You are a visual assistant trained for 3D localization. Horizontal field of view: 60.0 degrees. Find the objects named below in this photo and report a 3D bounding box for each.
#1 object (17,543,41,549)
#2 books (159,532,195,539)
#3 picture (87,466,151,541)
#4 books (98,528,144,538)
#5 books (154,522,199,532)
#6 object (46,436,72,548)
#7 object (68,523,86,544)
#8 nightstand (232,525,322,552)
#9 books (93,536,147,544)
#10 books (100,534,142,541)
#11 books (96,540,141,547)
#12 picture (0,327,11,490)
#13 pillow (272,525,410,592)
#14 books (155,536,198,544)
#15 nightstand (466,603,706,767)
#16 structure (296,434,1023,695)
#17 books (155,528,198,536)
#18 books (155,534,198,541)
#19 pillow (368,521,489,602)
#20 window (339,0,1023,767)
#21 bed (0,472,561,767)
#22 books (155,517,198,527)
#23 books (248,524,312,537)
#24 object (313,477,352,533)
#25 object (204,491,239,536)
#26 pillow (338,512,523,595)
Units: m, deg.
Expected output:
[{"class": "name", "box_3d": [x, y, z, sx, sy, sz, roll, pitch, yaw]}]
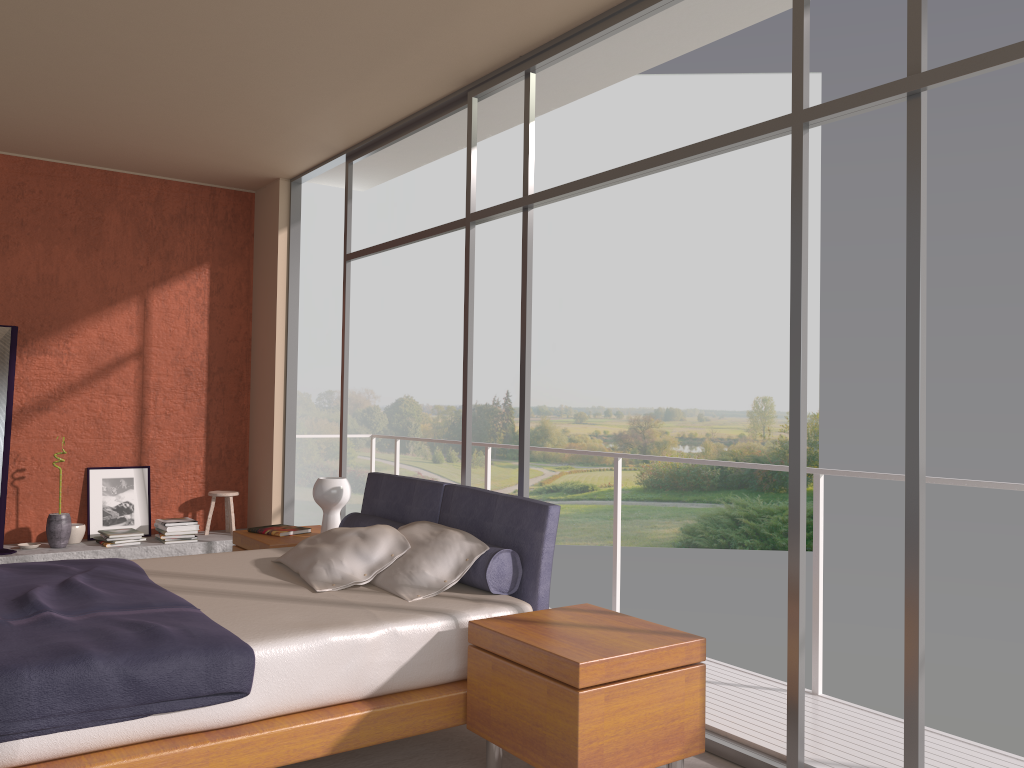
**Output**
[{"class": "object", "box_3d": [-3.460, 1.168, 6.355, 0.152, 0.040, 0.152, 1, -1, 0]}, {"class": "books", "box_3d": [-2.584, 1.158, 6.835, 0.247, 0.025, 0.287, 2, -2, -25]}, {"class": "picture", "box_3d": [-3.058, 0.922, 6.910, 0.458, 0.550, 0.117, 2, -2, -35]}, {"class": "books", "box_3d": [-2.931, 1.116, 6.645, 0.247, 0.018, 0.328, 2, -2, -38]}, {"class": "books", "box_3d": [-2.591, 1.098, 6.854, 0.247, 0.038, 0.319, 2, -2, -38]}, {"class": "object", "box_3d": [-3.275, 0.780, 6.424, 0.165, 0.810, 0.165, 1, -2, -12]}, {"class": "object", "box_3d": [-3.285, 1.121, 6.621, 0.179, 0.137, 0.180, 2, -2, -23]}, {"class": "nightstand", "box_3d": [-1.281, 1.169, 5.256, 0.562, 0.556, 0.628, 2, -2, -35]}, {"class": "books", "box_3d": [-2.939, 1.160, 6.650, 0.328, 0.018, 0.247, 0, -2, 39]}, {"class": "books", "box_3d": [-2.927, 1.137, 6.641, 0.247, 0.025, 0.287, 2, -2, -33]}, {"class": "books", "box_3d": [-2.945, 1.182, 6.635, 0.247, 0.025, 0.287, 2, -2, -39]}, {"class": "picture", "box_3d": [-3.958, 0.335, 5.835, 1.129, 1.496, 0.126, 2, -2, -35]}, {"class": "pillow", "box_3d": [-0.804, 0.775, 4.090, 0.431, 0.264, 0.869, 2, -2, -28]}, {"class": "books", "box_3d": [-2.592, 1.198, 6.851, 0.247, 0.018, 0.328, 2, -2, -34]}, {"class": "nightstand", "box_3d": [0.247, 1.137, 3.102, 0.562, 0.556, 0.628, 2, -2, -35]}, {"class": "structure", "box_3d": [0.728, 0.881, 4.294, 0.728, 1.005, 7.689, 2, -2, -35]}, {"class": "books", "box_3d": [-2.591, 1.131, 6.853, 0.247, 0.027, 0.328, 2, -2, -34]}, {"class": "books", "box_3d": [-2.596, 1.180, 6.857, 0.247, 0.018, 0.287, 2, -2, -36]}, {"class": "pillow", "box_3d": [-0.446, 0.767, 3.905, 0.400, 0.265, 0.791, 2, -2, -32]}, {"class": "window", "box_3d": [0.529, -0.116, 3.929, 0.075, 3.133, 6.106, 2, -2, -35]}, {"class": "bed", "box_3d": [-1.293, 0.934, 3.653, 2.462, 0.959, 2.017, 2, -2, -35]}, {"class": "books", "box_3d": [-2.594, 1.067, 6.860, 0.247, 0.025, 0.287, 2, -2, -36]}, {"class": "books", "box_3d": [-1.392, 0.877, 5.318, 0.287, 0.025, 0.247, 0, -2, 35]}, {"class": "object", "box_3d": [-1.056, 0.721, 5.199, 0.224, 0.338, 0.224, 2, -2, -24]}, {"class": "object", "box_3d": [-2.335, 1.051, 7.208, 0.260, 0.349, 0.257, 0, -2, 24]}, {"class": "pillow", "box_3d": [-0.440, 0.785, 4.244, 0.205, 0.201, 1.470, 2, -2, -35]}]
